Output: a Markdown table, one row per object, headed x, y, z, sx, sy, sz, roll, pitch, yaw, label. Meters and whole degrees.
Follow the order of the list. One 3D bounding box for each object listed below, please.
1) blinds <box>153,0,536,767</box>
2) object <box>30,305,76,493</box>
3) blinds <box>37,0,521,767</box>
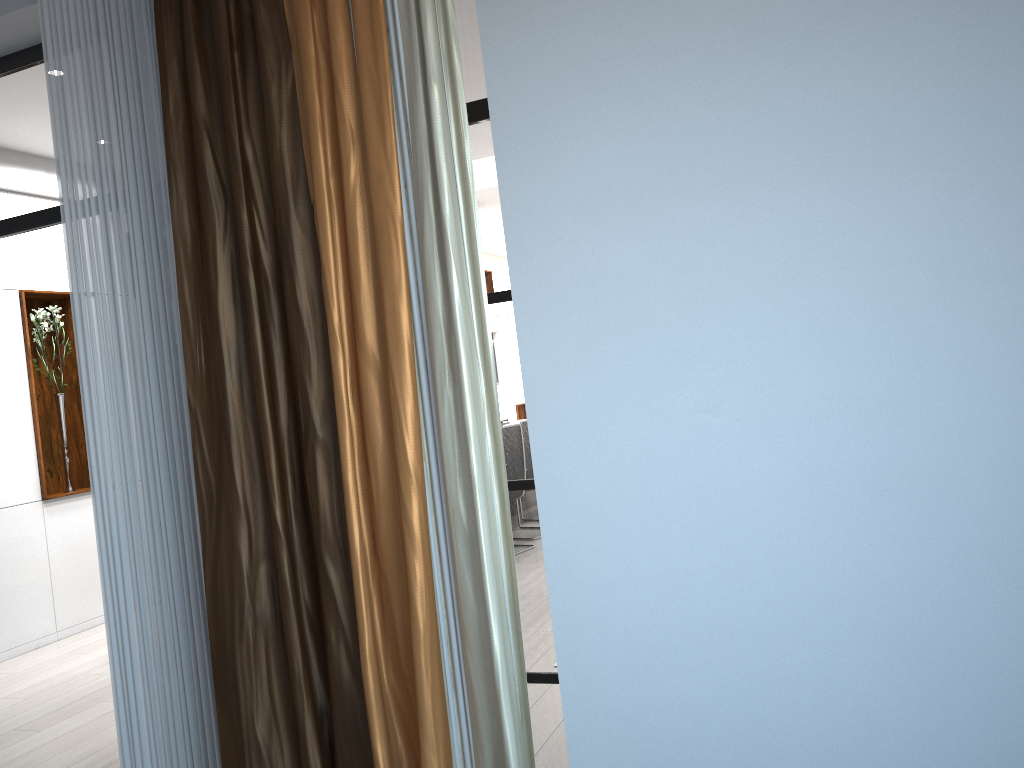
| x | y | z | sx | sy | sz | roll | pitch | yaw | label |
| --- | --- | --- | --- | --- | --- | --- | --- | --- | --- |
| -0.456 | -0.093 | 2.187 | 0.810 | 3.046 | 0.255 | -7 | -1 | 22 | blinds |
| -3.222 | 0.101 | 6.277 | 0.269 | 1.342 | 0.267 | -6 | -1 | -42 | object |
| -0.681 | -0.059 | 2.386 | 1.299 | 3.070 | 0.052 | -7 | -1 | 22 | blinds |
